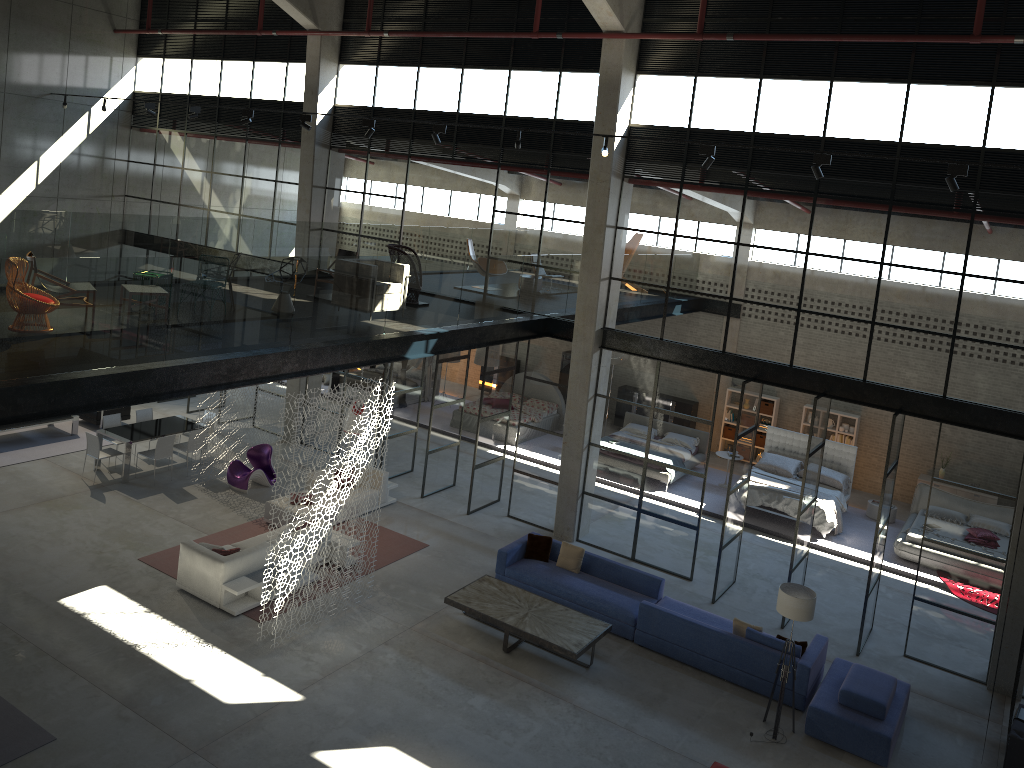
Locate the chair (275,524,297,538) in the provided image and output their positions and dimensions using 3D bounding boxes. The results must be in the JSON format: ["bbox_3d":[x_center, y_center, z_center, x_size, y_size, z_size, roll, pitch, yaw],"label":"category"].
[{"bbox_3d":[-3.409,2.268,13.049,0.271,0.314,0.397,9,10,18],"label":"chair"}]

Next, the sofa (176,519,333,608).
[{"bbox_3d":[-3.701,2.484,12.819,0.959,0.660,2.152,13,13,30],"label":"sofa"}]

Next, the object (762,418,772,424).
[{"bbox_3d":[6.222,0.912,21.413,0.263,0.132,0.058,13,8,31],"label":"object"}]

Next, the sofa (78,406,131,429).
[{"bbox_3d":[-8.810,0.482,18.885,0.962,0.749,0.825,12,11,31],"label":"sofa"}]

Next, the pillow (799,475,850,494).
[{"bbox_3d":[6.579,1.997,18.439,0.972,0.326,0.720,14,13,31],"label":"pillow"}]

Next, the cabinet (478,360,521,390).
[{"bbox_3d":[-0.370,-0.200,25.458,1.053,1.146,0.451,12,7,31],"label":"cabinet"}]

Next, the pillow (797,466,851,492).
[{"bbox_3d":[6.546,1.912,18.370,0.992,0.288,0.696,15,14,33],"label":"pillow"}]

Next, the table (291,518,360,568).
[{"bbox_3d":[-2.951,2.506,13.798,1.216,0.365,0.302,14,10,31],"label":"table"}]

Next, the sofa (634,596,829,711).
[{"bbox_3d":[2.971,3.438,11.945,2.365,0.713,1.060,14,12,31],"label":"sofa"}]

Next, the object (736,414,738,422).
[{"bbox_3d":[5.623,0.848,21.794,0.081,0.226,0.082,4,6,-28],"label":"object"}]

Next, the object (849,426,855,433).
[{"bbox_3d":[7.915,1.064,20.394,0.141,0.136,0.144,-1,12,-41],"label":"object"}]

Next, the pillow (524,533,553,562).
[{"bbox_3d":[0.416,2.554,13.709,0.400,0.367,0.263,8,7,10],"label":"pillow"}]

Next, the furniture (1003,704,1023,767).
[{"bbox_3d":[6.233,4.291,10.454,0.516,0.449,0.964,13,13,35],"label":"furniture"}]

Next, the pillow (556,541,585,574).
[{"bbox_3d":[0.898,2.663,13.458,0.406,0.377,0.208,12,8,32],"label":"pillow"}]

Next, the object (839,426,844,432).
[{"bbox_3d":[7.662,1.047,20.391,0.117,0.111,0.116,13,10,33],"label":"object"}]

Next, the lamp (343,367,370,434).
[{"bbox_3d":[-2.481,0.223,14.315,0.446,1.087,0.439,11,7,40],"label":"lamp"}]

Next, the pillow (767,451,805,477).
[{"bbox_3d":[5.949,1.733,18.985,1.066,0.318,0.492,14,12,31],"label":"pillow"}]

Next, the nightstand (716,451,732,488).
[{"bbox_3d":[4.747,1.912,19.342,0.602,0.691,0.611,7,8,3],"label":"nightstand"}]

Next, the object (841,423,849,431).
[{"bbox_3d":[7.777,1.012,20.480,0.174,0.167,0.177,7,9,-1],"label":"object"}]

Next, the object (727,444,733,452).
[{"bbox_3d":[5.422,1.634,21.862,0.138,0.233,0.142,4,7,-22],"label":"object"}]

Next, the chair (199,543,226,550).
[{"bbox_3d":[-4.180,2.350,12.353,0.391,0.268,0.323,8,9,6],"label":"chair"}]

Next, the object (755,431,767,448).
[{"bbox_3d":[6.134,1.364,21.442,0.327,0.293,0.325,12,10,31],"label":"object"}]

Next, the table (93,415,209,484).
[{"bbox_3d":[-6.832,1.204,16.698,0.912,0.747,1.814,12,13,30],"label":"table"}]

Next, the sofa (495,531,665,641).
[{"bbox_3d":[0.999,2.987,13.190,2.365,0.596,1.060,14,13,31],"label":"sofa"}]

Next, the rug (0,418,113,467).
[{"bbox_3d":[-9.560,1.081,17.531,2.440,0.025,3.414,14,15,30],"label":"rug"}]

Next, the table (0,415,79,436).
[{"bbox_3d":[-9.736,0.871,17.448,0.912,0.402,1.815,13,14,30],"label":"table"}]

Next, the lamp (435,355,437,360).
[{"bbox_3d":[-1.691,-0.371,23.409,0.799,1.900,0.694,5,6,-17],"label":"lamp"}]

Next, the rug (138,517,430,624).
[{"bbox_3d":[-3.446,2.640,13.775,2.680,0.020,3.654,14,15,30],"label":"rug"}]

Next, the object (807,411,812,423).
[{"bbox_3d":[7.094,0.790,20.894,0.094,0.259,0.096,6,6,-8],"label":"object"}]

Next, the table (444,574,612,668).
[{"bbox_3d":[0.190,3.278,11.926,2.090,0.394,1.033,14,14,31],"label":"table"}]

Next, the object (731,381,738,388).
[{"bbox_3d":[5.585,0.025,21.946,0.236,0.149,0.053,13,8,29],"label":"object"}]

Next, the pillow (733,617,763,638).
[{"bbox_3d":[3.123,3.331,11.643,0.406,0.377,0.208,12,8,32],"label":"pillow"}]

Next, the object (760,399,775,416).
[{"bbox_3d":[6.237,0.570,21.374,0.327,0.293,0.325,12,10,31],"label":"object"}]

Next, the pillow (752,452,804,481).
[{"bbox_3d":[5.707,1.753,18.776,1.040,0.369,0.669,15,13,34],"label":"pillow"}]

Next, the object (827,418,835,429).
[{"bbox_3d":[7.464,0.915,20.573,0.165,0.248,0.169,5,7,-14],"label":"object"}]

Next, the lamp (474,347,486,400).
[{"bbox_3d":[-0.658,-0.269,23.491,0.799,1.900,0.694,5,6,-17],"label":"lamp"}]

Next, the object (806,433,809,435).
[{"bbox_3d":[7.008,1.258,20.836,0.154,0.163,0.155,9,9,14],"label":"object"}]

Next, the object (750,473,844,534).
[{"bbox_3d":[5.519,2.356,17.711,2.312,0.650,0.655,15,12,34],"label":"object"}]

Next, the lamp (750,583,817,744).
[{"bbox_3d":[3.218,3.312,10.328,0.434,1.722,0.671,9,6,28],"label":"lamp"}]

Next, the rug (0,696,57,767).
[{"bbox_3d":[-6.681,3.544,8.040,2.680,0.020,3.654,14,15,30],"label":"rug"}]

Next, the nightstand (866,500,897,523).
[{"bbox_3d":[7.752,2.673,18.413,0.586,0.295,0.483,12,12,27],"label":"nightstand"}]

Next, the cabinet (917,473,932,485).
[{"bbox_3d":[9.656,2.544,19.094,1.571,0.690,0.533,14,10,31],"label":"cabinet"}]

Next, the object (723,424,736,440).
[{"bbox_3d":[5.470,1.198,21.856,0.327,0.293,0.325,12,10,31],"label":"object"}]

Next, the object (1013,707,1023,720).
[{"bbox_3d":[6.339,4.096,10.552,0.525,0.098,0.302,16,15,36],"label":"object"}]

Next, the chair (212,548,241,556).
[{"bbox_3d":[-3.963,2.402,12.191,0.401,0.331,0.288,5,8,-13],"label":"chair"}]

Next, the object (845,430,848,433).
[{"bbox_3d":[7.752,1.095,20.334,0.065,0.063,0.067,5,9,-11],"label":"object"}]

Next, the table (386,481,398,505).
[{"bbox_3d":[-2.590,1.964,16.409,0.912,0.365,0.302,14,10,31],"label":"table"}]

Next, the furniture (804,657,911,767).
[{"bbox_3d":[4.292,3.896,10.811,0.961,0.547,1.547,13,13,30],"label":"furniture"}]

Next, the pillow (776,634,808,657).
[{"bbox_3d":[3.604,3.448,11.392,0.400,0.367,0.263,8,7,10],"label":"pillow"}]

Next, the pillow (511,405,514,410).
[{"bbox_3d":[-0.352,0.458,21.699,0.879,0.209,0.641,9,12,10],"label":"pillow"}]

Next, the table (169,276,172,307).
[{"bbox_3d":[-4.955,-1.287,12.073,0.393,0.510,0.419,8,8,6],"label":"table"}]

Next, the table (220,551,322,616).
[{"bbox_3d":[-3.350,2.790,12.318,0.304,0.363,1.580,11,13,30],"label":"table"}]

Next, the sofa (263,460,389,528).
[{"bbox_3d":[-3.210,1.966,15.396,0.953,0.659,2.162,13,13,30],"label":"sofa"}]

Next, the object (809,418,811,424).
[{"bbox_3d":[7.084,0.874,20.764,0.111,0.154,0.110,13,10,42],"label":"object"}]

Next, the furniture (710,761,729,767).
[{"bbox_3d":[2.261,4.253,8.704,0.865,0.371,0.860,13,13,31],"label":"furniture"}]
